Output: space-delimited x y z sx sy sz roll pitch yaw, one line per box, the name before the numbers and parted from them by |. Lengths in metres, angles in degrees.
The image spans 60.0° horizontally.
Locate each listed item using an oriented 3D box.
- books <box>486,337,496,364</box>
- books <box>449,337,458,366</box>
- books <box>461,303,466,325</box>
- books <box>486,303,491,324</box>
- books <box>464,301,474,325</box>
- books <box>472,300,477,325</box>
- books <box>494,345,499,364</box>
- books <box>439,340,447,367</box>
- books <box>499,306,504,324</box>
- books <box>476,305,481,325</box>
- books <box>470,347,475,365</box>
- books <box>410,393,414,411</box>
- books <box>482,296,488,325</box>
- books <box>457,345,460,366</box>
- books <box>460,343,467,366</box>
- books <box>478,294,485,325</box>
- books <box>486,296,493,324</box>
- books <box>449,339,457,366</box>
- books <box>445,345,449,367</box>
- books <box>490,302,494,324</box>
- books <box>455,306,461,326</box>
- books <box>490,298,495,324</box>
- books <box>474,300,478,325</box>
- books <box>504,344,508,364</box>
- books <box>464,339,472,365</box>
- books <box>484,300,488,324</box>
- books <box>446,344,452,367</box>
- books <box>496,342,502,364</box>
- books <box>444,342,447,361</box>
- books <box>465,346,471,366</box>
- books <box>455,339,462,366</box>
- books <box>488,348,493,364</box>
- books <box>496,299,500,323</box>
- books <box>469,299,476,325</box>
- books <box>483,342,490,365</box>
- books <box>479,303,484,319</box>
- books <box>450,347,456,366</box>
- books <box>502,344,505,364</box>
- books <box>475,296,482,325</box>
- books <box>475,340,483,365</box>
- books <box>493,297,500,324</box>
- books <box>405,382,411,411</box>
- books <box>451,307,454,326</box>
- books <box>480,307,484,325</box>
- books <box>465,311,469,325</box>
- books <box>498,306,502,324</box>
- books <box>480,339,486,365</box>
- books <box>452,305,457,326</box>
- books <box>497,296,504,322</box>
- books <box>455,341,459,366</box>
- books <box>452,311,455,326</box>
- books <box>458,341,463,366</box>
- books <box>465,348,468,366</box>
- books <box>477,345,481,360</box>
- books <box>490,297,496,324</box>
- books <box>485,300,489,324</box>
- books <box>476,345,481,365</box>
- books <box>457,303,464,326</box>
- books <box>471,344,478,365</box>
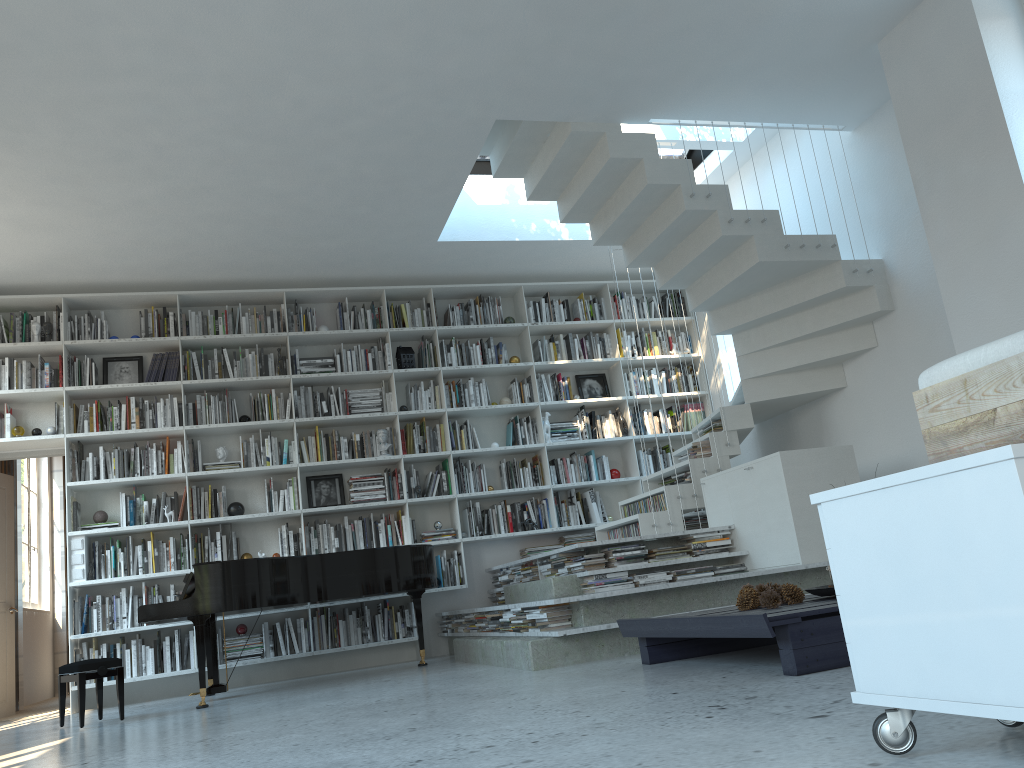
books | -0.192 -0.261 7.978 0.029 0.284 0.184 -4 -14 -18
books | -0.516 -0.249 7.890 0.014 0.306 0.153 -4 -14 -18
books | -0.450 -0.583 8.011 0.021 0.256 0.169 -4 -14 -18
books | -0.226 -0.595 8.078 0.024 0.252 0.150 -4 -14 -18
books | -0.390 -0.593 8.006 0.028 0.257 0.185 -4 -14 -18
books | -0.358 -0.605 8.057 0.017 0.294 0.139 -4 -14 -18
books | -0.163 -0.224 7.992 0.030 0.212 0.157 -4 -14 -18
books | -0.609 -0.233 7.857 0.012 0.284 0.160 -4 -14 -18
books | -0.115 -0.583 8.097 0.014 0.208 0.188 -4 -14 -18
books | -0.319 -0.582 8.036 0.018 0.230 0.160 -4 -14 -18
books | -0.368 -0.211 7.939 0.025 0.216 0.144 -4 -14 -18
books | -0.873 0.187 7.659 0.028 0.185 0.181 -4 -14 -18
books | -0.267 -0.621 8.049 0.015 0.298 0.183 -4 -14 -18
books | -0.492 -0.214 7.896 0.012 0.235 0.166 -4 -14 -18
books | -0.441 -0.223 7.902 0.027 0.241 0.160 -4 -14 -18
books | -0.284 -0.631 8.064 0.007 0.328 0.184 -4 -14 -18
books | -0.212 -0.625 8.081 0.008 0.306 0.183 -4 -14 -18
books | -0.529 -0.236 7.889 0.011 0.282 0.173 -4 -14 -18
books | -0.588 -0.209 7.872 0.012 0.239 0.139 -4 -14 -18
books | -0.201 -0.600 8.085 0.014 0.258 0.150 -4 -14 -18
books | -0.500 -0.566 7.990 0.028 0.225 0.164 -4 -14 -18
books | -0.190 -0.619 8.099 0.019 0.298 0.137 -4 -14 -18
books | -0.339 -0.602 8.056 0.007 0.284 0.160 -4 -14 -18
books | -0.072 -0.234 8.039 0.026 0.229 0.141 -4 -14 -18
books | -0.391 -0.242 7.942 0.013 0.283 0.155 -4 -14 -18
books | -0.254 -0.606 8.078 0.012 0.279 0.144 -4 -14 -18
books | -0.569 -0.214 7.872 0.026 0.242 0.148 -4 -14 -18
books | -0.121 -0.240 7.997 0.054 0.235 0.172 -4 -14 -18
books | -0.603 -0.226 7.878 0.011 0.279 0.134 -4 -14 -18
books | -0.407 -0.211 7.933 0.028 0.223 0.142 -4 -14 -18
books | -0.484 -0.243 7.913 0.021 0.295 0.139 -4 -14 -18
books | -0.216 -0.206 7.970 0.027 0.181 0.176 -4 -14 -18
books | -0.146 -0.616 8.093 0.008 0.278 0.181 -4 -14 -17
books | -0.374 -0.605 8.039 0.024 0.291 0.168 -4 -14 -18
books | -0.245 -0.233 7.963 0.030 0.237 0.186 -4 -14 -18
books | -0.286 -0.592 8.054 0.008 0.250 0.170 -4 -14 -18
books | -0.537 -0.203 7.859 0.026 0.207 0.181 -4 -14 -18
books | -0.101 -0.230 8.010 0.048 0.216 0.183 -4 -14 -18
books | -0.314 -0.620 8.054 0.006 0.311 0.179 -4 -14 -18
books | -0.298 -0.241 7.956 0.012 0.264 0.156 -4 -14 -18
books | -0.159 -0.623 8.097 0.013 0.296 0.189 -4 -14 -18
books | -0.897 0.144 7.686 0.018 0.284 0.160 -4 -14 -18
books | -0.553 -0.574 7.986 0.012 0.254 0.134 -4 -14 -18
books | -0.291 -0.571 8.030 0.018 0.200 0.189 -4 -14 -18
books | -0.425 -0.548 8.028 0.031 0.190 0.133 -4 -14 -18
books | -0.133 -0.583 8.102 0.018 0.214 0.158 -4 -14 -18
books | -0.274 -0.249 7.980 0.012 0.284 0.160 -4 -14 -18
books | -0.525 -0.569 7.968 0.013 0.229 0.174 -4 -14 -18
books | -0.112 -0.630 8.113 0.006 0.305 0.164 -4 -14 -18
books | -0.502 -0.232 7.888 0.010 0.268 0.166 -4 -14 -18
books | -0.536 -0.543 7.972 0.009 0.183 0.160 -4 -14 -18
books | -0.469 -0.232 7.922 0.012 0.276 0.133 -4 -14 -18
books | -0.425 -0.206 7.922 0.014 0.214 0.132 -4 -14 -18
books | -0.306 -0.221 7.946 0.011 0.222 0.159 -4 -14 -18
books | -0.184 -0.626 8.121 0.008 0.320 0.134 -4 -14 -18
books | -0.243 -0.605 8.077 0.008 0.274 0.163 -4 -14 -17
books | -0.317 -0.217 7.927 0.021 0.208 0.181 -4 -14 -18
books | -0.473 -0.582 8.001 0.030 0.254 0.161 -4 -14 -18
books | -0.343 -0.225 7.937 0.023 0.236 0.149 -4 -14 -18
